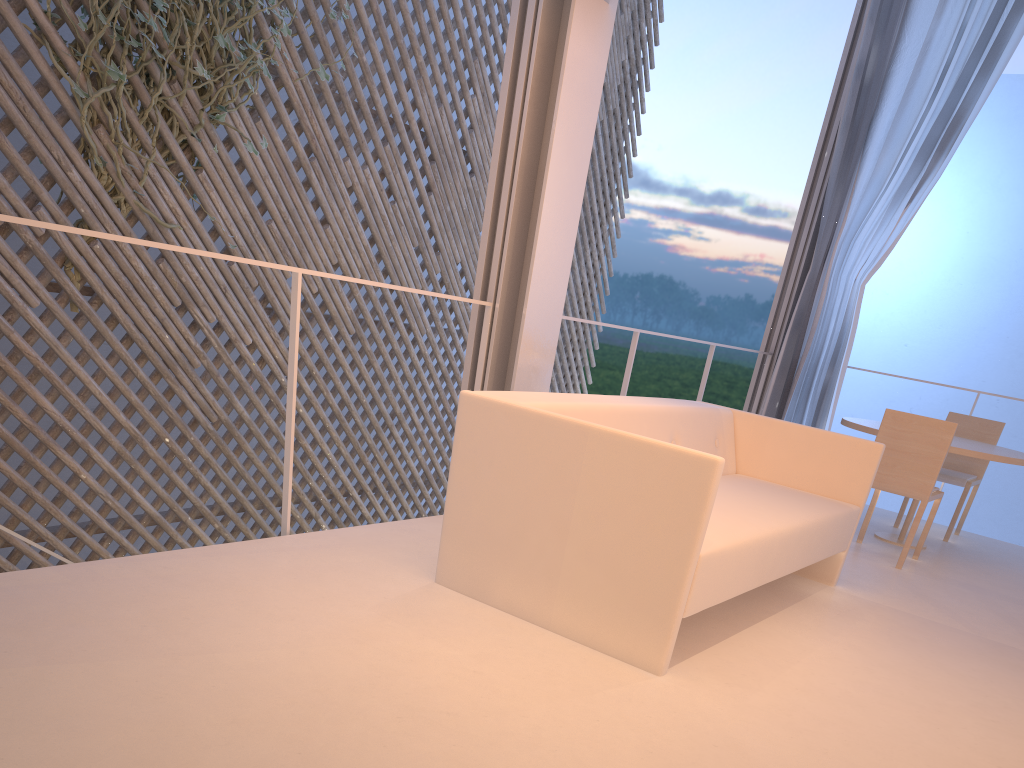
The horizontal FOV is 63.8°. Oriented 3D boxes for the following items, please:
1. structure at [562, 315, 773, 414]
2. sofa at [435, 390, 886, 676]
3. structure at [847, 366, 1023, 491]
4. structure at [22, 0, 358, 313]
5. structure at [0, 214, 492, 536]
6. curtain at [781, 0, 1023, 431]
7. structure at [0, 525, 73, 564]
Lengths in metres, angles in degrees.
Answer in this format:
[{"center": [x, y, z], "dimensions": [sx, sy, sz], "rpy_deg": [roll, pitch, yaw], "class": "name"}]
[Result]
[{"center": [0.501, 0.134, 2.791], "dimensions": [0.026, 0.616, 1.642], "rpy_deg": [26, 16, 36], "class": "structure"}, {"center": [0.365, 0.263, 1.752], "dimensions": [0.468, 0.409, 0.950], "rpy_deg": [20, 12, 35], "class": "sofa"}, {"center": [2.050, 0.964, 3.990], "dimensions": [1.279, 1.982, 1.376], "rpy_deg": [22, 21, 33], "class": "structure"}, {"center": [-0.854, -1.608, 2.598], "dimensions": [0.704, 3.011, 2.211], "rpy_deg": [21, 20, 28], "class": "structure"}, {"center": [-0.594, 0.070, 1.382], "dimensions": [0.026, 0.616, 1.644], "rpy_deg": [26, 16, 36], "class": "structure"}, {"center": [1.470, -0.813, 2.852], "dimensions": [0.487, 2.674, 0.090], "rpy_deg": [20, 25, 25], "class": "curtain"}, {"center": [-1.378, 0.628, 1.949], "dimensions": [1.123, 2.171, 1.849], "rpy_deg": [20, 19, 28], "class": "structure"}]
